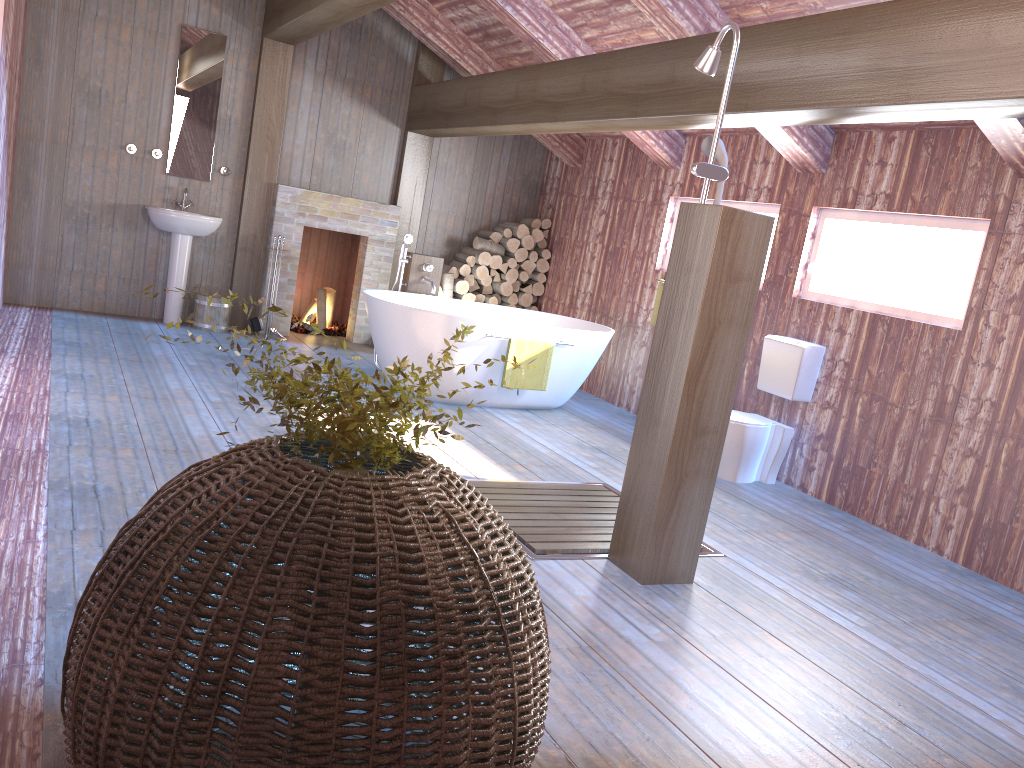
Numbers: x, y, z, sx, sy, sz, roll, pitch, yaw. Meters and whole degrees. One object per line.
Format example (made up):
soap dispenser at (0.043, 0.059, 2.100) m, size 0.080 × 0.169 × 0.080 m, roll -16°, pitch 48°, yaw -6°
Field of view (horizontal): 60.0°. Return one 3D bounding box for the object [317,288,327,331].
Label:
object at (-1.814, -0.691, 8.453) m, size 0.098 × 0.434 × 0.283 m, roll 5°, pitch 11°, yaw -30°

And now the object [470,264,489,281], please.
object at (-0.379, -1.092, 8.499) m, size 0.141 × 0.143 × 0.437 m, roll 5°, pitch 11°, yaw -30°

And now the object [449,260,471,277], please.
object at (-0.498, -1.101, 8.430) m, size 0.115 × 0.123 × 0.291 m, roll 5°, pitch 11°, yaw -27°

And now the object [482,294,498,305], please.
object at (-0.279, -0.834, 8.619) m, size 0.098 × 0.100 × 0.437 m, roll 5°, pitch 11°, yaw -30°

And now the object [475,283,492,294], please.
object at (-0.302, -0.949, 8.693) m, size 0.104 × 0.127 × 0.321 m, roll 5°, pitch 11°, yaw -28°

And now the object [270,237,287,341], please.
object at (-1.989, -0.821, 7.601) m, size 0.206 × 0.871 × 0.126 m, roll 13°, pitch 10°, yaw 14°

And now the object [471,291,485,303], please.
object at (-0.372, -0.839, 8.575) m, size 0.114 × 0.120 × 0.303 m, roll 5°, pitch 11°, yaw -27°

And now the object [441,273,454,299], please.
object at (-0.602, -0.885, 8.244) m, size 0.147 × 0.298 × 0.109 m, roll 6°, pitch 10°, yaw -25°

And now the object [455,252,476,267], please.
object at (-0.442, -1.187, 8.454) m, size 0.106 × 0.112 × 0.282 m, roll 5°, pitch 11°, yaw -27°

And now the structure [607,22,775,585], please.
structure at (0.745, -0.310, 3.547) m, size 0.328 × 2.209 × 0.522 m, roll 9°, pitch 10°, yaw -8°

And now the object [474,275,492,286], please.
object at (-0.303, -1.021, 8.554) m, size 0.115 × 0.123 × 0.291 m, roll 5°, pitch 11°, yaw -27°

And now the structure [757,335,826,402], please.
structure at (1.742, -0.103, 5.586) m, size 0.182 × 0.363 × 0.358 m, roll 5°, pitch 11°, yaw -27°

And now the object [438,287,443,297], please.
object at (-0.799, -0.897, 8.349) m, size 0.139 × 0.137 × 0.455 m, roll 5°, pitch 11°, yaw -30°

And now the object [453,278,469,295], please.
object at (-0.556, -0.955, 8.447) m, size 0.138 × 0.147 × 0.440 m, roll 5°, pitch 11°, yaw -28°

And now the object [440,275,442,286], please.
object at (-0.706, -1.013, 8.481) m, size 0.108 × 0.113 × 0.302 m, roll 5°, pitch 11°, yaw -28°

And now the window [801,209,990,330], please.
window at (2.212, -0.698, 5.179) m, size 0.054 × 0.587 × 1.255 m, roll 5°, pitch 11°, yaw -27°

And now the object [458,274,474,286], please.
object at (-0.470, -1.013, 8.486) m, size 0.111 × 0.113 × 0.301 m, roll 5°, pitch 11°, yaw -29°

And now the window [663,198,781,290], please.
window at (1.547, -1.049, 6.530) m, size 0.054 × 0.587 × 1.255 m, roll 5°, pitch 11°, yaw -27°

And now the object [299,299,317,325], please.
object at (-1.945, -0.678, 8.579) m, size 0.221 × 0.306 × 0.121 m, roll 10°, pitch 9°, yaw -1°

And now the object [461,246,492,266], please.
object at (-0.346, -1.225, 8.488) m, size 0.135 × 0.145 × 0.439 m, roll 5°, pitch 11°, yaw -28°

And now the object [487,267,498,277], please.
object at (-0.228, -1.090, 8.579) m, size 0.088 × 0.092 × 0.280 m, roll 5°, pitch 11°, yaw -27°

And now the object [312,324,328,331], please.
object at (-1.853, -0.535, 8.484) m, size 0.085 × 0.084 × 0.278 m, roll 13°, pitch 10°, yaw 18°

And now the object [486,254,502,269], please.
object at (-0.248, -1.202, 8.544) m, size 0.138 × 0.147 × 0.440 m, roll 5°, pitch 11°, yaw -28°

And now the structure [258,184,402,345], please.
structure at (-1.670, -1.050, 8.055) m, size 1.130 × 1.330 × 0.226 m, roll 5°, pitch 11°, yaw -28°

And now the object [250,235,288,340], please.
object at (-2.084, -0.843, 7.620) m, size 0.276 × 0.888 × 0.333 m, roll 13°, pitch 10°, yaw 13°

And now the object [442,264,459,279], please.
object at (-0.619, -1.075, 8.430) m, size 0.114 × 0.113 × 0.301 m, roll 5°, pitch 11°, yaw -30°

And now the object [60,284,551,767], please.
object at (-0.363, 0.369, 1.831) m, size 0.970 × 1.073 × 0.972 m, roll 19°, pitch 13°, yaw 41°

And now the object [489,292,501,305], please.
object at (-0.224, -0.857, 8.757) m, size 0.116 × 0.118 × 0.289 m, roll 5°, pitch 11°, yaw -30°

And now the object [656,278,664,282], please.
object at (1.264, -0.751, 6.721) m, size 0.091 × 0.043 × 0.581 m, roll 5°, pitch 11°, yaw -28°

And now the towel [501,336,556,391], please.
towel at (0.114, -0.138, 6.163) m, size 0.370 × 0.361 × 0.032 m, roll 4°, pitch 11°, yaw -32°

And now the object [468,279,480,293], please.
object at (-0.429, -0.975, 8.618) m, size 0.128 × 0.150 × 0.323 m, roll 5°, pitch 11°, yaw -28°

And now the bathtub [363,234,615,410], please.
bathtub at (-0.154, -0.431, 6.608) m, size 1.935 × 1.109 × 1.460 m, roll 9°, pitch 10°, yaw -6°

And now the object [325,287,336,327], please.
object at (-1.823, -0.720, 8.704) m, size 0.140 × 0.459 × 0.266 m, roll 8°, pitch 10°, yaw -11°

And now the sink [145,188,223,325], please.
sink at (-2.746, -1.046, 7.344) m, size 0.582 × 1.143 × 0.475 m, roll 5°, pitch 11°, yaw -29°

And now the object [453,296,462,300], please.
object at (-0.632, -0.765, 8.486) m, size 0.155 × 0.174 × 0.483 m, roll 5°, pitch 11°, yaw -30°

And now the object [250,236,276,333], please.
object at (-2.121, -0.847, 7.540) m, size 0.062 × 0.846 × 0.136 m, roll 19°, pitch 13°, yaw 42°

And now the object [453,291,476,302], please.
object at (-0.505, -0.845, 8.520) m, size 0.139 × 0.148 × 0.458 m, roll 5°, pitch 11°, yaw -28°

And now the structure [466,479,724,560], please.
structure at (0.291, 0.646, 4.192) m, size 1.000 × 0.067 × 1.000 m, roll 5°, pitch 11°, yaw -28°

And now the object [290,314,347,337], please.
object at (-1.979, -0.591, 8.763) m, size 0.829 × 0.085 × 0.935 m, roll 1°, pitch 14°, yaw -45°

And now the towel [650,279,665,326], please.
towel at (1.201, -0.593, 6.736) m, size 0.032 × 0.361 × 0.370 m, roll 5°, pitch 11°, yaw -28°
